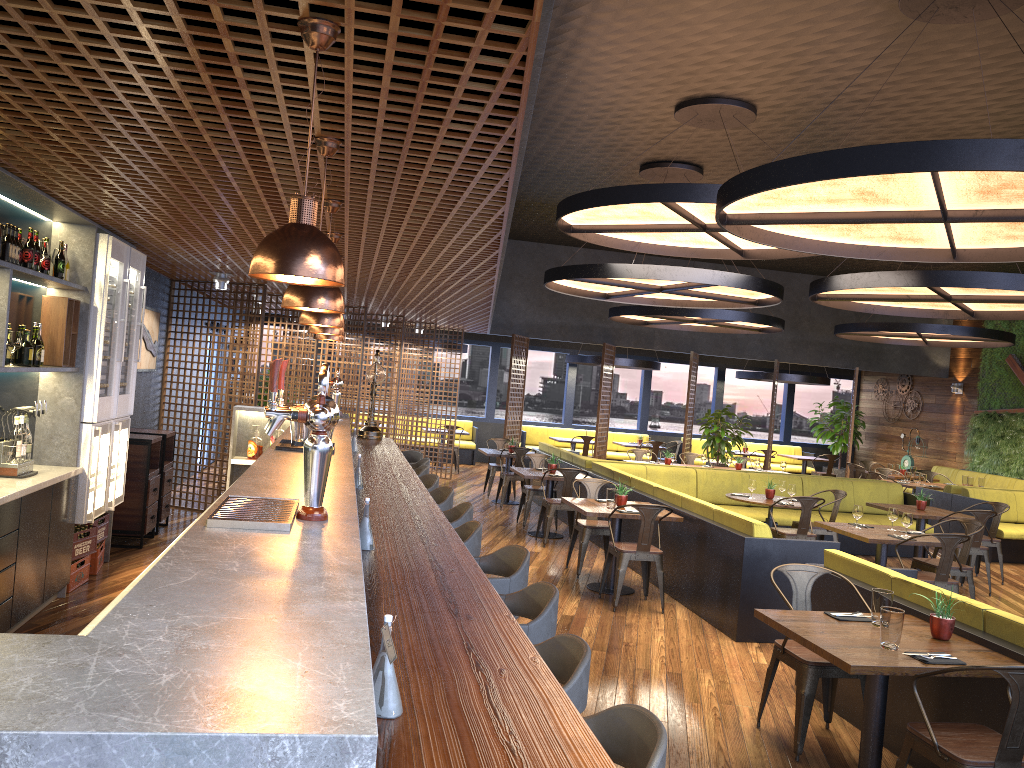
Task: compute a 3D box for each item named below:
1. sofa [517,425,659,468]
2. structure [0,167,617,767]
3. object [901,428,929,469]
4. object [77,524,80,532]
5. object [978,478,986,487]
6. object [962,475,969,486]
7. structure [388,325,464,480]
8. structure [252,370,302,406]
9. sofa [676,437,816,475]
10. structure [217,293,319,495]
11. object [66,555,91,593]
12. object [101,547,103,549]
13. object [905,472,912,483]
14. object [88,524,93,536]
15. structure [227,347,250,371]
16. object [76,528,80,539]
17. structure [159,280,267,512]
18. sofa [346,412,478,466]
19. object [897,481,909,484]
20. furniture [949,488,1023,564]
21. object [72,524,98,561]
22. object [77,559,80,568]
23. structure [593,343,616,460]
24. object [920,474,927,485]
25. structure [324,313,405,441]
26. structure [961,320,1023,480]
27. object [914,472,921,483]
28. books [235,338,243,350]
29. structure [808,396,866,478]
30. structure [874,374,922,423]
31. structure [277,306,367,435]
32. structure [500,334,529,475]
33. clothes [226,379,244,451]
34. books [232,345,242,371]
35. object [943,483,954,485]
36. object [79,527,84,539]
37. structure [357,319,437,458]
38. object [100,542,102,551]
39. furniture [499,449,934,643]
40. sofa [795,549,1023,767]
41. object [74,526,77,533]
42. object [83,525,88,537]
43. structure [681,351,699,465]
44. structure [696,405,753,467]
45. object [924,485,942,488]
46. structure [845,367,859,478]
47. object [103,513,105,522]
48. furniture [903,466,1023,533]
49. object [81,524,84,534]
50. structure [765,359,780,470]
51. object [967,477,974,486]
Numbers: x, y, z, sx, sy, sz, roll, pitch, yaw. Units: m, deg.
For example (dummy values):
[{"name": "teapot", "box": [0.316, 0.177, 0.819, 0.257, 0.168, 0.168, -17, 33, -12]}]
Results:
[{"name": "sofa", "box": [1.683, 1.495, 19.710, 3.061, 0.914, 0.966, 5, 0, -11]}, {"name": "structure", "box": [-1.767, 0.307, 4.966, 2.700, 2.700, 9.298, 5, 0, -11]}, {"name": "object", "box": [8.413, 1.726, 18.655, 0.459, 1.615, 0.848, 5, 0, -11]}, {"name": "object", "box": [-3.321, 1.176, 6.777, 0.056, 0.205, 0.056, 5, 0, -14]}, {"name": "object", "box": [7.620, 1.613, 14.389, 0.102, 0.178, 0.102, 5, 0, -25]}, {"name": "object", "box": [7.472, 1.600, 14.620, 0.102, 0.178, 0.102, 5, 0, -25]}, {"name": "structure", "box": [-1.599, 0.317, 16.139, 1.319, 2.700, 0.050, 5, 0, 19]}, {"name": "structure", "box": [-4.927, 0.499, 18.366, 1.166, 1.763, 0.993, 5, 0, -40]}, {"name": "sofa", "box": [5.393, 1.815, 20.415, 3.061, 0.914, 0.966, 5, 0, -11]}, {"name": "structure", "box": [-3.183, 0.182, 11.594, 1.319, 2.700, 0.050, 5, 0, 19]}, {"name": "object", "box": [-3.395, 1.416, 6.680, 0.277, 0.206, 0.416, 5, 0, -7]}, {"name": "object", "box": [-3.457, 1.390, 7.425, 0.056, 0.205, 0.056, 5, 0, -15]}, {"name": "object", "box": [6.364, 1.504, 14.257, 0.102, 0.178, 0.102, 5, 0, -25]}, {"name": "object", "box": [-3.254, 1.182, 6.837, 0.057, 0.205, 0.056, 5, 0, 0]}, {"name": "structure", "box": [-5.222, -0.417, 17.021, 0.293, 0.563, 1.220, 5, 0, -11]}, {"name": "object", "box": [-3.259, 1.182, 6.640, 0.056, 0.205, 0.057, 5, 0, 15]}, {"name": "structure", "box": [-3.579, 0.148, 10.458, 1.319, 2.700, 0.050, 5, 0, 19]}, {"name": "sofa", "box": [-2.305, 1.151, 18.952, 3.061, 0.914, 0.966, 5, 0, -11]}, {"name": "object", "box": [6.211, 1.571, 14.177, 0.157, 0.019, 0.255, 5, 0, -11]}, {"name": "furniture", "box": [8.213, 2.064, 10.532, 3.372, 0.914, 4.503, 5, 0, -11]}, {"name": "object", "box": [-3.362, 1.193, 6.681, 0.277, 0.206, 0.416, 5, 0, 3]}, {"name": "object", "box": [-3.298, 1.405, 6.720, 0.057, 0.205, 0.056, 5, 0, -35]}, {"name": "structure", "box": [1.715, 0.603, 16.615, 0.050, 2.700, 0.852, 5, 0, 19]}, {"name": "object", "box": [6.532, 1.519, 14.096, 0.102, 0.178, 0.102, 5, 0, 25]}, {"name": "structure", "box": [-2.391, 0.249, 13.866, 1.319, 2.700, 0.050, 5, 0, 19]}, {"name": "structure", "box": [9.915, 0.363, 13.076, 0.918, 4.593, 9.182, 5, 0, -12]}, {"name": "object", "box": [6.597, 1.524, 14.454, 0.102, 0.178, 0.102, 5, 0, -25]}, {"name": "books", "box": [-5.280, -0.786, 17.241, 0.177, 0.245, 0.450, 5, 0, -11]}, {"name": "structure", "box": [7.622, 1.371, 20.664, 1.493, 2.184, 1.272, 5, 0, -11]}, {"name": "structure", "box": [8.656, 0.297, 19.984, 0.058, 1.178, 1.791, 5, 0, -11]}, {"name": "structure", "box": [-2.787, 0.216, 12.730, 1.319, 2.700, 0.050, 5, 0, 19]}, {"name": "structure", "box": [0.051, 0.459, 16.298, 0.050, 2.700, 0.852, 5, 0, 19]}, {"name": "clothes", "box": [-5.278, 0.602, 17.009, 0.401, 1.494, 0.423, 5, 0, -15]}, {"name": "books", "box": [-5.172, -0.488, 16.581, 0.223, 0.489, 0.286, 5, 0, -19]}, {"name": "object", "box": [7.304, 1.665, 14.714, 0.157, 0.019, 0.255, 5, 0, -11]}, {"name": "object", "box": [-3.260, 1.182, 6.704, 0.057, 0.205, 0.056, 5, 0, -25]}, {"name": "structure", "box": [-1.995, 0.283, 15.002, 1.319, 2.700, 0.050, 5, 0, 19]}, {"name": "object", "box": [-3.433, 1.392, 7.364, 0.056, 0.205, 0.056, 5, 0, 25]}, {"name": "furniture", "box": [3.103, 1.622, 10.927, 4.895, 0.914, 7.462, 5, 0, -16]}, {"name": "sofa", "box": [2.655, 1.586, 4.418, 0.966, 0.914, 3.061, 5, 0, -11]}, {"name": "object", "box": [-3.318, 1.176, 6.714, 0.056, 0.205, 0.056, 5, 0, 41]}, {"name": "object", "box": [-3.260, 1.182, 6.774, 0.056, 0.205, 0.057, 5, 0, -35]}, {"name": "structure", "box": [3.379, 0.747, 16.931, 0.050, 2.700, 0.852, 5, 0, 19]}, {"name": "structure", "box": [3.807, 1.255, 16.358, 1.166, 1.763, 0.993, 5, 0, -40]}, {"name": "object", "box": [6.605, 1.605, 13.950, 0.255, 0.019, 0.157, 5, 0, -11]}, {"name": "structure", "box": [6.707, 1.034, 17.564, 0.050, 2.700, 0.852, 5, 0, 19]}, {"name": "object", "box": [-3.419, 1.167, 7.410, 0.056, 0.205, 0.056, 5, 0, -5]}, {"name": "furniture", "box": [7.357, 1.987, 15.087, 3.378, 0.916, 4.755, 5, 0, -11]}, {"name": "object", "box": [-3.319, 1.176, 6.843, 0.056, 0.205, 0.056, 5, 0, 6]}, {"name": "structure", "box": [5.043, 0.890, 17.248, 0.050, 2.700, 0.852, 5, 0, 19]}, {"name": "object", "box": [7.364, 1.591, 14.254, 0.102, 0.178, 0.102, 5, 0, 25]}]
